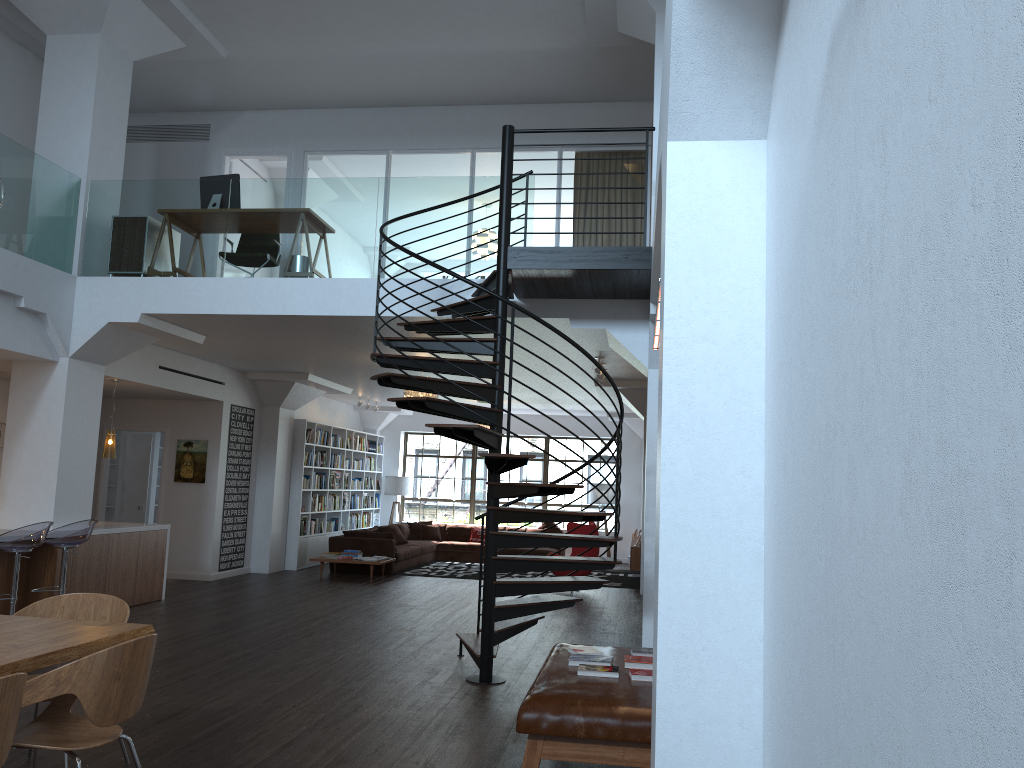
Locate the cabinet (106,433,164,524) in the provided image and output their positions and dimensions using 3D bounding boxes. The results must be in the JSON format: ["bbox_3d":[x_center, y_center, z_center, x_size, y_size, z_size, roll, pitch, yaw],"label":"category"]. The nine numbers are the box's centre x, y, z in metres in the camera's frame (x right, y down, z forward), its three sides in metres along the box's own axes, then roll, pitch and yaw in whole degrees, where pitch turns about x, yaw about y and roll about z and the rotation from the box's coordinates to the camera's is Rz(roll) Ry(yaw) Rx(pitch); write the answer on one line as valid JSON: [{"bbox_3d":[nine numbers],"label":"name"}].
[{"bbox_3d":[-6.040,1.369,14.193,0.527,2.991,2.630,1,-7,8],"label":"cabinet"}]

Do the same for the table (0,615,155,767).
[{"bbox_3d":[-2.447,1.260,2.308,1.012,0.750,3.803,1,-7,8],"label":"table"}]

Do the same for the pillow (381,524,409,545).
[{"bbox_3d":[-2.146,2.746,16.068,0.325,0.391,0.625,-1,-7,24],"label":"pillow"}]

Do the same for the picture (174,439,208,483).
[{"bbox_3d":[-4.526,1.089,12.507,0.450,0.600,0.030,1,-7,8],"label":"picture"}]

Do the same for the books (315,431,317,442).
[{"bbox_3d":[-3.371,0.903,14.903,0.161,0.222,0.084,1,-7,8],"label":"books"}]

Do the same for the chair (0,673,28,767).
[{"bbox_3d":[-1.822,1.280,2.624,0.618,0.833,0.629,1,-7,10],"label":"chair"}]

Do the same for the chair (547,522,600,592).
[{"bbox_3d":[0.906,2.521,13.145,0.801,1.006,0.798,-2,-8,33],"label":"chair"}]

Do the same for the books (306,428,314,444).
[{"bbox_3d":[-3.401,0.865,14.741,0.170,0.251,0.118,1,-7,8],"label":"books"}]

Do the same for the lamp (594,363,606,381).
[{"bbox_3d":[1.085,-0.147,10.845,0.120,0.211,0.111,6,-8,-32],"label":"lamp"}]

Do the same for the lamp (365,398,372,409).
[{"bbox_3d":[-2.687,0.371,16.590,0.120,0.211,0.111,6,-8,-32],"label":"lamp"}]

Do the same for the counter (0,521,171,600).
[{"bbox_3d":[-4.105,1.616,6.419,3.039,0.860,8.182,5,-7,-21],"label":"counter"}]

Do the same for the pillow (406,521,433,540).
[{"bbox_3d":[-1.799,2.926,17.643,0.580,0.418,0.334,4,-7,-18],"label":"pillow"}]

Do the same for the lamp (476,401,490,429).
[{"bbox_3d":[-0.434,0.583,16.167,0.442,0.539,0.441,8,-9,-39],"label":"lamp"}]

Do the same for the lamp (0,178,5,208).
[{"bbox_3d":[-2.295,-1.531,2.948,0.849,2.140,1.787,1,-7,7],"label":"lamp"}]

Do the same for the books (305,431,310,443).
[{"bbox_3d":[-3.430,0.867,14.568,0.167,0.210,0.162,1,-7,8],"label":"books"}]

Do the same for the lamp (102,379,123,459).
[{"bbox_3d":[-4.555,0.395,10.109,0.149,0.900,0.149,7,-8,-36],"label":"lamp"}]

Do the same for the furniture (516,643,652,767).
[{"bbox_3d":[0.584,1.843,5.013,0.907,0.453,1.819,1,-7,8],"label":"furniture"}]

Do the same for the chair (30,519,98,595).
[{"bbox_3d":[-4.053,1.722,8.004,0.481,1.014,0.530,1,-7,10],"label":"chair"}]

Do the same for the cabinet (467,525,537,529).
[{"bbox_3d":[-0.183,3.271,18.328,1.520,0.625,0.350,1,-7,8],"label":"cabinet"}]

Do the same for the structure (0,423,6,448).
[{"bbox_3d":[-6.164,0.617,10.677,0.040,0.300,0.300,1,-7,8],"label":"structure"}]

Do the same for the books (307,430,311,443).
[{"bbox_3d":[-3.412,0.869,14.631,0.161,0.218,0.101,1,-7,8],"label":"books"}]

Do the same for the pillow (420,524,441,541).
[{"bbox_3d":[-1.624,2.937,17.519,0.489,0.337,0.238,5,-7,-22],"label":"pillow"}]

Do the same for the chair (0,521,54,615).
[{"bbox_3d":[-4.141,1.646,7.384,0.481,1.014,0.530,2,-7,6],"label":"chair"}]

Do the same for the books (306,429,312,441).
[{"bbox_3d":[-3.409,0.862,14.698,0.159,0.248,0.089,1,-7,8],"label":"books"}]

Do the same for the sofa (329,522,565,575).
[{"bbox_3d":[-0.937,2.943,15.931,3.481,0.664,4.197,1,-7,8],"label":"sofa"}]

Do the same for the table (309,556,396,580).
[{"bbox_3d":[-2.433,2.809,13.579,1.100,0.271,0.853,1,-7,8],"label":"table"}]

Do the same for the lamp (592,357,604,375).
[{"bbox_3d":[1.012,-0.209,10.335,0.120,0.211,0.111,4,-7,-17],"label":"lamp"}]

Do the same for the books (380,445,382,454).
[{"bbox_3d":[-2.826,1.379,18.698,0.139,0.191,0.036,1,-7,8],"label":"books"}]

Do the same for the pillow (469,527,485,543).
[{"bbox_3d":[-0.605,2.992,17.511,0.465,0.308,0.220,2,-7,4],"label":"pillow"}]

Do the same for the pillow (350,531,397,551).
[{"bbox_3d":[-2.239,2.566,14.379,0.750,0.364,0.289,1,-7,7],"label":"pillow"}]

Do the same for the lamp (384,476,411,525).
[{"bbox_3d":[-2.438,2.738,18.647,0.545,1.579,0.545,3,-7,-3],"label":"lamp"}]

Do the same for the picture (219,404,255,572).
[{"bbox_3d":[-4.033,1.519,13.046,0.021,2.380,0.800,1,-7,9],"label":"picture"}]

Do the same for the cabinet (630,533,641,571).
[{"bbox_3d":[2.326,2.911,15.580,0.459,0.350,4.501,1,-7,8],"label":"cabinet"}]

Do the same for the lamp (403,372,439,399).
[{"bbox_3d":[-1.140,-0.022,11.192,0.442,0.539,0.441,8,-9,-39],"label":"lamp"}]

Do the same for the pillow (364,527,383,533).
[{"bbox_3d":[-2.238,2.556,14.651,0.269,0.411,0.559,7,-8,-35],"label":"pillow"}]

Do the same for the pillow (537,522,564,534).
[{"bbox_3d":[0.681,2.910,17.385,0.651,0.587,0.335,4,-7,-13],"label":"pillow"}]

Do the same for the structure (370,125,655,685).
[{"bbox_3d":[-0.113,0.076,6.944,1.998,4.352,1.998,6,-8,-31],"label":"structure"}]

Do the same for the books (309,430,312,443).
[{"bbox_3d":[-3.405,0.872,14.665,0.161,0.222,0.084,1,-7,8],"label":"books"}]

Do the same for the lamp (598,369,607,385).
[{"bbox_3d":[1.155,-0.086,11.342,0.111,0.211,0.120,-4,-9,42],"label":"lamp"}]

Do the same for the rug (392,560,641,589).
[{"bbox_3d":[0.320,3.239,15.198,4.200,0.007,3.100,1,-7,10],"label":"rug"}]

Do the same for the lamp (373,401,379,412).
[{"bbox_3d":[-2.614,0.433,17.099,0.120,0.211,0.111,4,-7,-17],"label":"lamp"}]

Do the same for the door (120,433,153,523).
[{"bbox_3d":[-5.926,1.761,13.466,0.826,2.032,0.174,1,-7,8],"label":"door"}]

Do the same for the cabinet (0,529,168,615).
[{"bbox_3d":[-4.784,1.812,8.144,0.898,0.796,4.493,1,-7,8],"label":"cabinet"}]

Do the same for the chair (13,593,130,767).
[{"bbox_3d":[-2.178,1.449,4.206,0.629,0.833,0.618,2,-7,3],"label":"chair"}]

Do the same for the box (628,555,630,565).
[{"bbox_3d":[2.462,3.558,17.907,0.228,0.165,0.368,1,-7,8],"label":"box"}]

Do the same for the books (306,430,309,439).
[{"bbox_3d":[-3.434,0.853,14.478,0.182,0.215,0.188,1,-7,8],"label":"books"}]

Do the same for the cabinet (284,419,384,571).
[{"bbox_3d":[-3.295,2.033,16.484,0.461,2.414,4.500,1,-7,8],"label":"cabinet"}]

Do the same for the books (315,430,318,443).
[{"bbox_3d":[-3.375,0.894,14.936,0.159,0.248,0.089,1,-7,8],"label":"books"}]

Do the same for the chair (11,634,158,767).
[{"bbox_3d":[-1.709,1.370,3.378,0.617,0.830,0.629,1,-7,8],"label":"chair"}]

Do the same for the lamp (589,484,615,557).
[{"bbox_3d":[1.815,2.822,17.927,0.545,1.579,0.545,0,-7,19],"label":"lamp"}]

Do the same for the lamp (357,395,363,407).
[{"bbox_3d":[-2.758,0.310,16.092,0.111,0.211,0.120,-4,-9,42],"label":"lamp"}]

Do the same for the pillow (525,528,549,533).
[{"bbox_3d":[0.451,2.968,17.243,0.542,0.362,0.248,-1,-8,29],"label":"pillow"}]

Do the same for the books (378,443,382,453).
[{"bbox_3d":[-2.824,1.363,18.740,0.140,0.231,0.042,1,-7,8],"label":"books"}]
